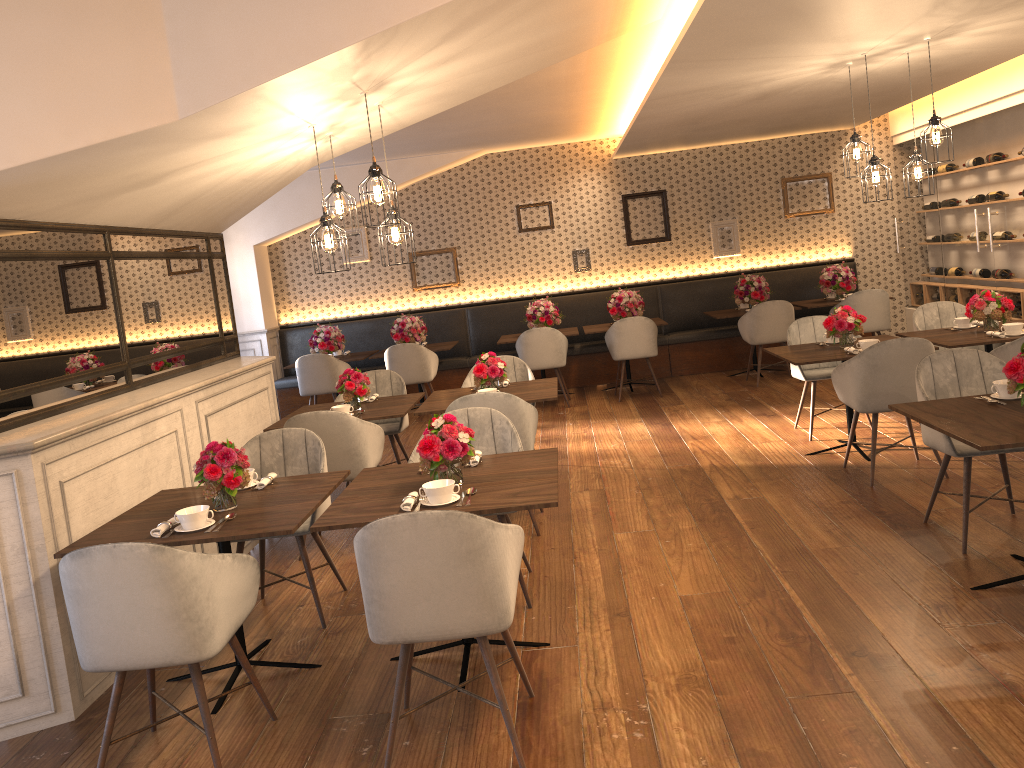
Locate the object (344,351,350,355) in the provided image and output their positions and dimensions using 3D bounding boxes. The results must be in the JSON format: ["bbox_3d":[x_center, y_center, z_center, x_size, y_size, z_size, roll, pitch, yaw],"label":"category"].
[{"bbox_3d":[-1.949,-0.367,10.459,0.056,0.039,0.177,-6,8,4],"label":"object"}]

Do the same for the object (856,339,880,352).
[{"bbox_3d":[2.323,-0.249,5.764,0.148,0.072,0.149,-9,8,-19],"label":"object"}]

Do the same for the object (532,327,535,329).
[{"bbox_3d":[0.293,-0.636,10.321,0.149,0.072,0.148,-13,9,-38],"label":"object"}]

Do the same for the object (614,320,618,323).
[{"bbox_3d":[1.255,-0.745,10.262,0.149,0.072,0.148,-13,9,-38],"label":"object"}]

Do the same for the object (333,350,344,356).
[{"bbox_3d":[-2.064,-0.371,10.464,0.149,0.072,0.148,-13,9,-38],"label":"object"}]

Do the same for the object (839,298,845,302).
[{"bbox_3d":[3.559,-0.903,9.516,0.056,0.039,0.177,-6,8,4],"label":"object"}]

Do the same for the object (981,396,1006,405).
[{"bbox_3d":[2.118,0.072,3.886,0.022,0.004,0.212,-6,8,4],"label":"object"}]

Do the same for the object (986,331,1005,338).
[{"bbox_3d":[3.123,-0.322,5.717,0.056,0.039,0.177,-6,8,4],"label":"object"}]

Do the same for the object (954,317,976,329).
[{"bbox_3d":[3.229,-0.435,6.317,0.148,0.072,0.149,-9,8,-19],"label":"object"}]

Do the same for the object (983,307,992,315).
[{"bbox_3d":[3.181,-0.494,5.940,0.049,0.052,0.078,-5,7,14],"label":"object"}]

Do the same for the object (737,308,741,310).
[{"bbox_3d":[2.598,-0.858,10.157,0.022,0.004,0.212,-6,8,4],"label":"object"}]

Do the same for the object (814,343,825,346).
[{"bbox_3d":[2.208,-0.289,6.362,0.043,0.015,0.198,-7,8,0],"label":"object"}]

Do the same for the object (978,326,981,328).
[{"bbox_3d":[3.310,-0.419,6.304,0.025,0.024,0.194,-6,8,4],"label":"object"}]

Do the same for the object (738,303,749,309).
[{"bbox_3d":[2.672,-0.904,10.176,0.149,0.072,0.148,-13,9,-38],"label":"object"}]

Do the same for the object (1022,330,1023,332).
[{"bbox_3d":[3.350,-0.338,5.724,0.043,0.015,0.198,-7,8,0],"label":"object"}]

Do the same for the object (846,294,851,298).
[{"bbox_3d":[3.670,-0.932,9.508,0.149,0.072,0.148,-13,9,-38],"label":"object"}]

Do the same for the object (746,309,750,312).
[{"bbox_3d":[2.566,-0.791,9.576,0.056,0.039,0.177,-6,8,4],"label":"object"}]

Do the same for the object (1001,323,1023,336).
[{"bbox_3d":[3.234,-0.351,5.709,0.148,0.072,0.149,-9,8,-19],"label":"object"}]

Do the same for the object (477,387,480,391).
[{"bbox_3d":[-0.232,0.035,6.201,0.022,0.004,0.212,-6,8,4],"label":"object"}]

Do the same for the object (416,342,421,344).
[{"bbox_3d":[-1.145,-0.475,10.408,0.149,0.072,0.148,-13,9,-38],"label":"object"}]

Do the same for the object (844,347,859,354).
[{"bbox_3d":[2.212,-0.219,5.772,0.056,0.039,0.177,-6,8,4],"label":"object"}]

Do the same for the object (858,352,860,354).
[{"bbox_3d":[2.247,-0.218,5.780,0.025,0.024,0.194,-6,8,4],"label":"object"}]

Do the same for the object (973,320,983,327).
[{"bbox_3d":[3.344,-0.431,6.311,0.056,0.039,0.177,-6,8,4],"label":"object"}]

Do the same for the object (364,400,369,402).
[{"bbox_3d":[-1.014,0.110,6.265,0.025,0.024,0.194,-6,8,4],"label":"object"}]

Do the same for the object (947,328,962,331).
[{"bbox_3d":[3.154,-0.389,6.298,0.022,0.004,0.212,-6,8,4],"label":"object"}]

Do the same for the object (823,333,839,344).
[{"bbox_3d":[2.318,-0.333,6.372,0.148,0.072,0.149,-9,8,-19],"label":"object"}]

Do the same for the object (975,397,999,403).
[{"bbox_3d":[2.083,0.069,3.895,0.043,0.015,0.198,-7,8,0],"label":"object"}]

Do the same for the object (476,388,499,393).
[{"bbox_3d":[-0.153,0.072,5.612,0.149,0.072,0.148,-11,8,-29],"label":"object"}]

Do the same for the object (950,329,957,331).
[{"bbox_3d":[3.127,-0.392,6.306,0.043,0.015,0.198,-6,8,8],"label":"object"}]

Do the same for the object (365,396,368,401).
[{"bbox_3d":[-1.095,0.094,6.277,0.149,0.072,0.148,-11,8,-29],"label":"object"}]

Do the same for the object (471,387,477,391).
[{"bbox_3d":[-0.268,0.032,6.210,0.043,0.015,0.198,-7,8,0],"label":"object"}]

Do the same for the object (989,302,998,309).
[{"bbox_3d":[3.200,-0.525,5.924,0.048,0.052,0.076,-9,7,-17],"label":"object"}]

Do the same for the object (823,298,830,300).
[{"bbox_3d":[3.591,-0.969,10.097,0.022,0.004,0.212,-6,8,4],"label":"object"}]

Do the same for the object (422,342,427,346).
[{"bbox_3d":[-1.029,-0.471,10.403,0.056,0.039,0.177,-6,8,4],"label":"object"}]

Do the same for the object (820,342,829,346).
[{"bbox_3d":[2.243,-0.286,6.353,0.022,0.004,0.212,-6,8,4],"label":"object"}]

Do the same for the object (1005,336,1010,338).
[{"bbox_3d":[3.158,-0.320,5.725,0.025,0.024,0.194,-6,8,4],"label":"object"}]

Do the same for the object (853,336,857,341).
[{"bbox_3d":[2.433,-0.329,6.367,0.056,0.039,0.177,-6,8,4],"label":"object"}]

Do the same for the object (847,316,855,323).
[{"bbox_3d":[2.284,-0.434,6.011,0.046,0.052,0.077,-11,8,-34],"label":"object"}]

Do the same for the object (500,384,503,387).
[{"bbox_3d":[-0.077,0.004,6.208,0.025,0.024,0.194,-6,8,4],"label":"object"}]

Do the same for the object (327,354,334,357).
[{"bbox_3d":[-2.059,-0.287,9.856,0.149,0.072,0.148,-13,9,-38],"label":"object"}]

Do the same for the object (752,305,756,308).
[{"bbox_3d":[2.677,-0.820,9.568,0.149,0.072,0.148,-14,10,-43],"label":"object"}]

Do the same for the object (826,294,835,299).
[{"bbox_3d":[3.665,-1.016,10.116,0.149,0.072,0.148,-14,10,-43],"label":"object"}]
